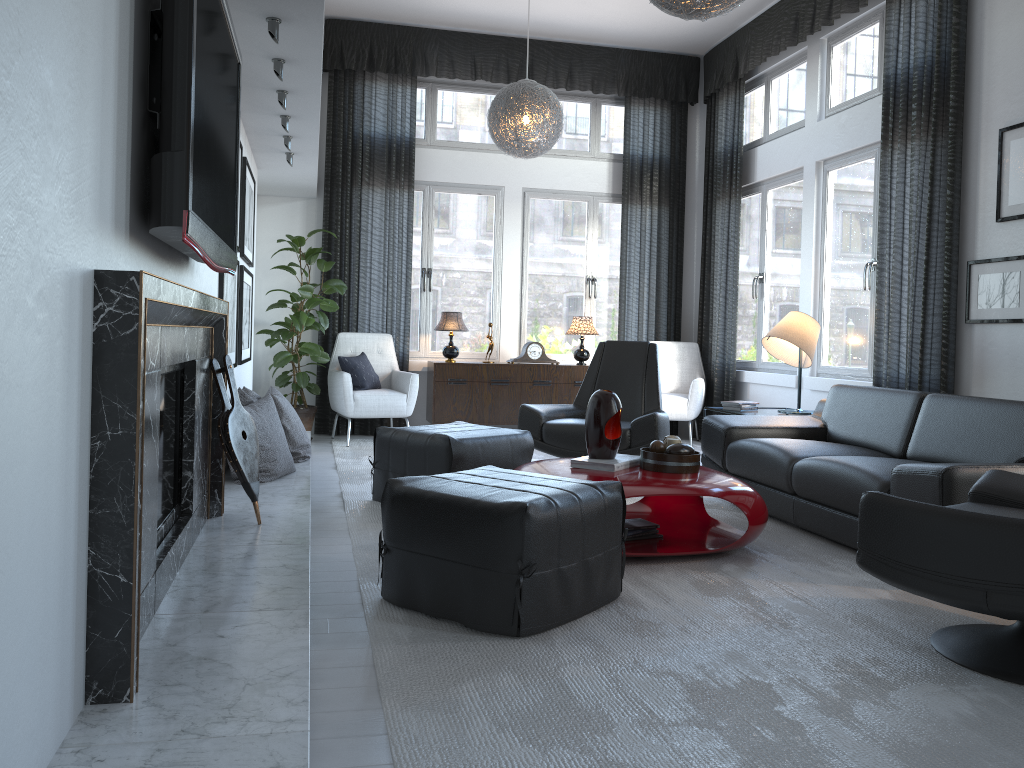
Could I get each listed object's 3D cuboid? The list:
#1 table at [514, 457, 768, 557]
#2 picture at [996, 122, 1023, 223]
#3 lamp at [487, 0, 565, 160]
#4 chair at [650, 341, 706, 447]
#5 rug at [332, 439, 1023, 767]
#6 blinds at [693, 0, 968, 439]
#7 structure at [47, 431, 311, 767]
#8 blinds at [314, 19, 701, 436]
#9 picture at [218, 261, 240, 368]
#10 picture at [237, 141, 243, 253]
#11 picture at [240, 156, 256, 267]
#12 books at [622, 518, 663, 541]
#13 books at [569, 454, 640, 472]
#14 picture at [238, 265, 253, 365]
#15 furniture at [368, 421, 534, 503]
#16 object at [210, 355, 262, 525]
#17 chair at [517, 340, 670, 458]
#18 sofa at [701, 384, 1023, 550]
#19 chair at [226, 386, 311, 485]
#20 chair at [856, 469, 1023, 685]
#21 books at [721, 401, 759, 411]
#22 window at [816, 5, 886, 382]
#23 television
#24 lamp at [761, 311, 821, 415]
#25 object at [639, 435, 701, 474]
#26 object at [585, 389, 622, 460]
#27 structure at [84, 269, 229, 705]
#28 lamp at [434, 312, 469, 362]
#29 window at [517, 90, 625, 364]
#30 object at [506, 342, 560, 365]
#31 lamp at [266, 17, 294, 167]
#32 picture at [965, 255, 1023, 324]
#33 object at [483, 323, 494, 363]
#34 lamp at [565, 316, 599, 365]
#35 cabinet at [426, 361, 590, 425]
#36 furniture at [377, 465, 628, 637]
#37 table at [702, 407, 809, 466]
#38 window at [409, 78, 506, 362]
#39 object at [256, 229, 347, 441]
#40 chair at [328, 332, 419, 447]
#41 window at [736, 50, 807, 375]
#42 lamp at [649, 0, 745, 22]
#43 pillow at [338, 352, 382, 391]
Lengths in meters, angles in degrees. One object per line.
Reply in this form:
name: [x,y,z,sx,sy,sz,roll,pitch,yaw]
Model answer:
table: [0.476,0.485,3.642,0.941,0.300,0.940,1,3,-13]
picture: [2.506,-1.026,4.158,0.020,0.467,0.589,1,2,-13]
lamp: [0.103,-2.156,5.929,0.512,1.306,0.515,1,1,-18]
chair: [1.270,0.064,7.237,0.594,0.823,0.613,2,2,17]
rug: [0.918,0.661,3.319,2.954,0.032,7.779,1,3,-13]
blinds: [1.959,-1.093,6.131,0.189,3.275,3.216,1,2,-13]
structure: [-0.752,0.587,2.410,0.393,0.135,7.217,1,3,-13]
blinds: [0.026,-1.210,7.337,3.211,3.276,0.189,1,1,-13]
picture: [-1.277,-0.323,4.000,0.020,0.522,0.792,1,2,-13]
picture: [-1.259,-0.888,3.994,0.020,0.522,0.792,1,2,-13]
picture: [-1.489,-0.948,5.009,0.020,0.522,0.792,1,2,-13]
books: [0.474,0.601,3.662,0.272,0.054,0.204,-1,4,-37]
books: [0.398,0.319,3.636,0.201,0.030,0.306,3,4,32]
picture: [-1.505,-0.383,5.016,0.020,0.522,0.792,1,2,-13]
furniture: [-0.293,0.397,4.297,0.614,0.378,0.599,4,3,41]
object: [-0.947,0.190,3.072,0.175,0.580,0.196,1,1,-32]
chair: [0.556,0.151,5.124,0.841,0.810,0.805,2,2,25]
sofa: [1.661,0.342,3.933,0.936,0.616,1.907,1,3,-13]
chair: [-1.209,0.215,4.469,0.391,0.431,1.338,1,3,-12]
chair: [1.451,0.326,2.265,0.840,0.810,0.805,0,2,-40]
books: [1.419,0.136,5.527,0.215,0.050,0.161,-1,4,-41]
window: [2.261,-1.171,5.460,0.133,2.322,1.269,1,1,-13]
television: [-0.842,-0.681,2.369,0.129,0.751,1.160,1,2,-13]
lamp: [1.948,0.096,4.967,0.474,1.014,1.169,1,2,-39]
object: [0.640,0.281,3.586,0.243,0.133,0.242,3,3,25]
object: [0.374,0.163,3.629,0.151,0.280,0.153,2,1,27]
structure: [-1.104,0.208,2.332,0.520,0.923,1.689,1,2,-13]
lamp: [-0.481,-0.370,7.008,0.280,0.397,0.281,2,2,13]
window: [0.693,-1.328,7.621,1.268,2.322,0.133,1,1,-13]
object: [0.172,-0.253,7.171,0.406,0.180,0.181,1,2,-13]
lamp: [-0.871,-1.225,3.272,0.053,0.081,4.259,1,3,-13]
picture: [2.430,-0.467,4.429,0.020,0.326,0.428,1,2,-13]
object: [-0.184,-0.331,7.105,0.096,0.324,0.096,1,1,-13]
lamp: [0.573,-0.353,7.247,0.280,0.397,0.281,2,2,13]
cabinet: [0.028,0.140,7.181,1.398,0.612,0.386,1,1,-13]
furniture: [-0.029,0.485,2.762,0.599,0.378,0.614,3,3,36]
table: [1.563,0.371,5.416,0.593,0.410,0.594,1,2,-13]
window: [-0.690,-1.351,7.307,1.268,2.322,0.133,1,1,-13]
object: [-1.542,-0.359,6.517,0.937,1.588,0.639,2,1,33]
chair: [-1.065,0.025,6.721,0.593,0.823,0.613,1,2,-23]
window: [1.947,-1.252,6.843,0.133,2.322,1.269,1,1,-13]
lamp: [0.713,-1.999,3.252,0.514,1.306,0.513,1,1,-18]
pillow: [-1.145,-0.094,6.696,0.253,0.295,0.357,2,2,14]
